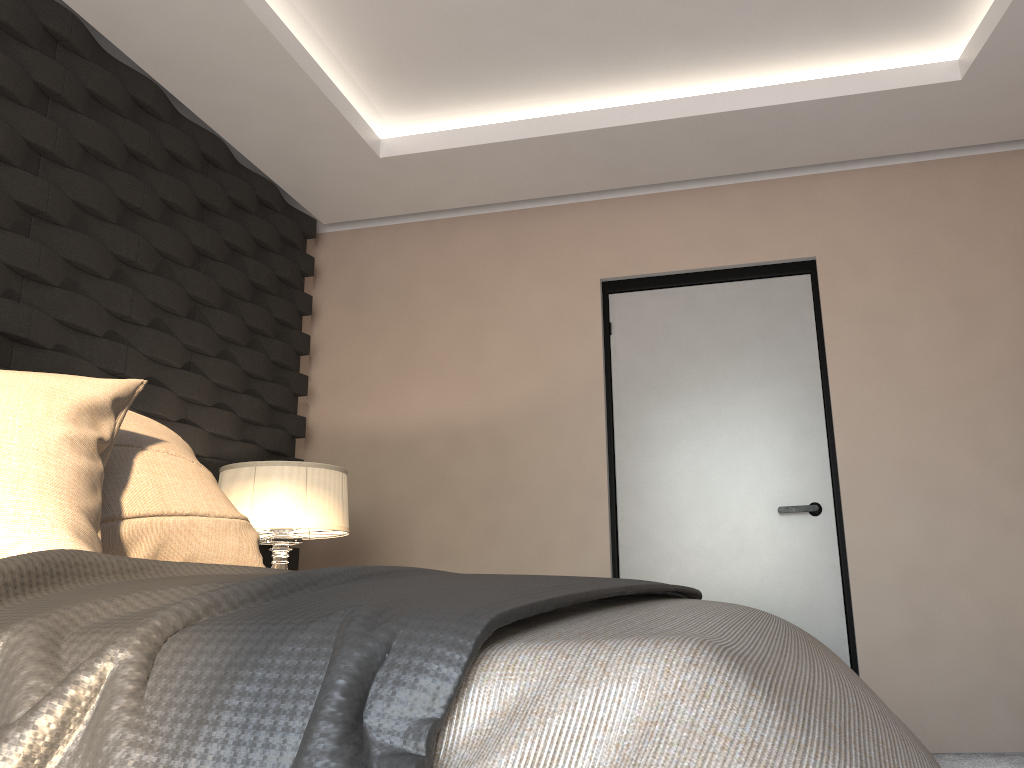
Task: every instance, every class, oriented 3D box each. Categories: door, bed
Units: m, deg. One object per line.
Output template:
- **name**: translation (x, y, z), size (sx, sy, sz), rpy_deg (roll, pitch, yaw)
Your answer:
- **door**: translation (0.927, 0.492, 3.872), size (0.980, 2.097, 0.157), rpy_deg (-4, -15, 11)
- **bed**: translation (-0.464, 0.663, 1.419), size (2.249, 0.625, 2.334), rpy_deg (-5, -15, 13)

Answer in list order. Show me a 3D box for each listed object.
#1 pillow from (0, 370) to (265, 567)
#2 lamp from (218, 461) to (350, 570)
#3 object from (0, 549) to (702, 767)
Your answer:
- **pillow**: translation (-0.858, 0.145, 1.587), size (0.879, 0.519, 1.285), rpy_deg (-6, -15, 15)
- **lamp**: translation (-0.813, 0.617, 3.082), size (0.485, 0.632, 0.445), rpy_deg (6, -16, -24)
- **object**: translation (-0.027, 0.456, 1.392), size (0.606, 0.323, 2.090), rpy_deg (-6, -15, 14)
